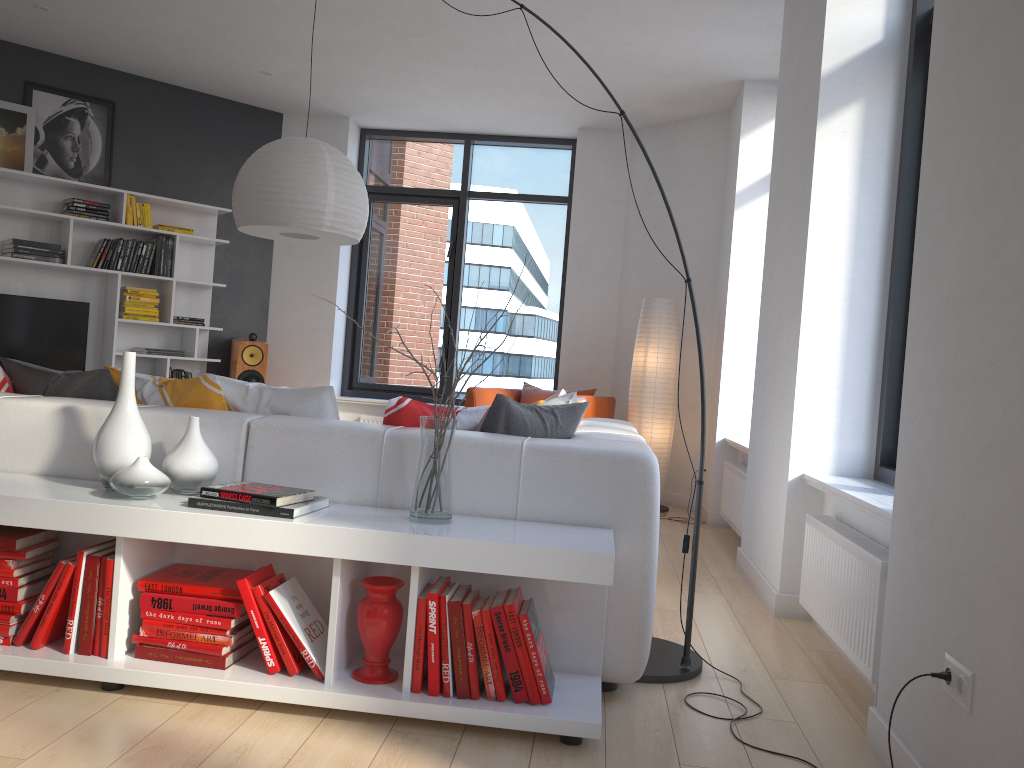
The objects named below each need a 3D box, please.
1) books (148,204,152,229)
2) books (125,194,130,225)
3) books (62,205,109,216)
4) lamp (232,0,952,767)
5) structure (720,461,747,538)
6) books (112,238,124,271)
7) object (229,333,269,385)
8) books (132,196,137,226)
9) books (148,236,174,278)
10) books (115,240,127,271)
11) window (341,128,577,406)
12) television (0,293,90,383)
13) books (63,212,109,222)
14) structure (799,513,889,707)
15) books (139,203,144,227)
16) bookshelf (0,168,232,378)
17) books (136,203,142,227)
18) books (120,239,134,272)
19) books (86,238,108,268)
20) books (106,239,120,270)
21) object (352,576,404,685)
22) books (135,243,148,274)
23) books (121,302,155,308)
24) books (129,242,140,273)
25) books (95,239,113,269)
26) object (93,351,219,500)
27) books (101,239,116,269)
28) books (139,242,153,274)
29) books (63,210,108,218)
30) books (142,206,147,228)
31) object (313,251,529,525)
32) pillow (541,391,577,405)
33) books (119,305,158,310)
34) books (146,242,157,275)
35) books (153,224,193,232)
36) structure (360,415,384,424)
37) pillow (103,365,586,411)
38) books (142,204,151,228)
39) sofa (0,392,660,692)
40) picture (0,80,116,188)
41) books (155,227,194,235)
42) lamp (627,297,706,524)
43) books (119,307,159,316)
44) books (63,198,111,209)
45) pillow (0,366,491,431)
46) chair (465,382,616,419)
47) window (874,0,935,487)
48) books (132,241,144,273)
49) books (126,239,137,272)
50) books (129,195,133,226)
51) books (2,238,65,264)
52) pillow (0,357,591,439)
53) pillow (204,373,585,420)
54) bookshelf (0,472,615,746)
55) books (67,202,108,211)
[{"bbox_3d":[-2.781,-1.272,6.769,0.044,0.184,0.142,4,1,-39],"label":"books"},{"bbox_3d":[-2.904,-1.302,6.654,0.041,0.229,0.161,4,1,-41],"label":"books"},{"bbox_3d":[-3.155,-1.272,6.560,0.284,0.030,0.214,4,1,-36],"label":"books"},{"bbox_3d":[0.035,-0.440,3.177,3.199,2.647,0.710,5,1,42],"label":"lamp"},{"bbox_3d":[1.372,0.735,5.280,0.110,0.460,1.015,4,1,6],"label":"structure"},{"bbox_3d":[-2.991,-0.969,6.668,0.075,0.254,0.192,4,1,-40],"label":"books"},{"bbox_3d":[-2.201,0.121,7.325,0.290,1.088,0.434,4,1,-24],"label":"object"},{"bbox_3d":[-2.881,-1.299,6.709,0.054,0.224,0.164,4,1,-40],"label":"books"},{"bbox_3d":[-2.744,-0.981,6.901,0.128,0.321,0.259,4,1,-39],"label":"books"},{"bbox_3d":[-2.967,-0.961,6.680,0.068,0.243,0.179,4,1,-41],"label":"books"},{"bbox_3d":[-0.468,-1.013,7.922,1.960,2.402,0.170,4,1,6],"label":"window"},{"bbox_3d":[-3.608,-0.285,6.276,1.102,0.704,0.207,4,1,-39],"label":"television"},{"bbox_3d":[-3.145,-1.220,6.541,0.284,0.030,0.214,4,1,-36],"label":"books"},{"bbox_3d":[1.145,0.745,2.987,0.110,0.460,1.015,4,1,6],"label":"structure"},{"bbox_3d":[-2.824,-1.271,6.719,0.044,0.178,0.128,4,1,-40],"label":"books"},{"bbox_3d":[-3.520,-0.451,6.194,3.000,2.052,0.455,4,1,-39],"label":"bookshelf"},{"bbox_3d":[-2.844,-1.273,6.712,0.054,0.180,0.132,4,1,-39],"label":"books"},{"bbox_3d":[-2.941,-0.964,6.708,0.084,0.249,0.191,4,1,-39],"label":"books"},{"bbox_3d":[-3.084,-0.966,6.587,0.104,0.234,0.182,4,1,-39],"label":"books"},{"bbox_3d":[-2.993,-0.962,6.633,0.069,0.242,0.172,4,1,-39],"label":"books"},{"bbox_3d":[-0.357,0.658,2.382,0.125,0.258,0.125,4,1,-17],"label":"object"},{"bbox_3d":[-2.852,-0.955,6.763,0.071,0.243,0.179,4,1,-40],"label":"books"},{"bbox_3d":[-2.877,-0.605,6.812,0.217,0.023,0.145,4,1,-35],"label":"books"},{"bbox_3d":[-2.881,-0.954,6.722,0.069,0.242,0.172,4,1,-39],"label":"books"},{"bbox_3d":[-3.061,-0.963,6.612,0.096,0.234,0.187,4,1,-39],"label":"books"},{"bbox_3d":[-1.032,0.112,2.535,0.316,0.398,0.319,5,1,30],"label":"object"},{"bbox_3d":[-3.028,-0.961,6.621,0.081,0.233,0.169,4,1,-40],"label":"books"},{"bbox_3d":[-2.829,-0.957,6.796,0.084,0.249,0.191,4,1,-39],"label":"books"},{"bbox_3d":[-3.147,-1.245,6.543,0.264,0.020,0.189,4,1,-41],"label":"books"},{"bbox_3d":[-2.804,-1.260,6.722,0.046,0.161,0.108,4,1,-40],"label":"books"},{"bbox_3d":[-0.176,0.007,2.370,0.607,0.744,0.406,4,1,-44],"label":"object"},{"bbox_3d":[-1.174,0.149,3.492,2.953,0.453,0.647,4,1,-7],"label":"pillow"},{"bbox_3d":[-2.884,-0.588,6.834,0.251,0.014,0.189,4,1,-36],"label":"books"},{"bbox_3d":[-2.803,-0.960,6.818,0.066,0.260,0.197,4,1,-39],"label":"books"},{"bbox_3d":[-2.652,-1.210,6.933,0.257,0.024,0.203,4,1,-36],"label":"books"},{"bbox_3d":[-0.590,0.556,7.609,1.474,0.460,0.110,4,1,6],"label":"structure"},{"bbox_3d":[-0.535,0.217,3.642,2.095,0.440,0.630,4,1,-37],"label":"pillow"},{"bbox_3d":[-2.794,-1.272,6.748,0.064,0.184,0.141,4,1,-38],"label":"books"},{"bbox_3d":[-1.141,0.420,3.980,3.424,0.732,2.614,4,1,6],"label":"sofa"},{"bbox_3d":[-3.529,-1.833,6.351,1.279,0.707,0.076,4,1,-39],"label":"picture"},{"bbox_3d":[-2.646,-1.184,6.929,0.257,0.028,0.194,4,1,-34],"label":"books"},{"bbox_3d":[1.102,0.156,6.324,0.502,1.550,0.804,4,1,-34],"label":"lamp"},{"bbox_3d":[-2.876,-0.559,6.825,0.243,0.042,0.189,4,1,-39],"label":"books"},{"bbox_3d":[-3.141,-1.326,6.548,0.209,0.030,0.266,5,1,44],"label":"books"},{"bbox_3d":[-1.113,0.188,3.153,2.250,0.449,0.575,4,1,3],"label":"pillow"},{"bbox_3d":[0.218,0.428,6.694,0.896,0.858,0.843,5,1,38],"label":"chair"},{"bbox_3d":[1.596,-0.795,2.969,0.170,2.402,1.310,4,1,6],"label":"window"},{"bbox_3d":[-2.880,-0.962,6.757,0.075,0.254,0.192,4,1,-40],"label":"books"},{"bbox_3d":[-2.915,-0.967,6.730,0.066,0.260,0.197,4,1,-39],"label":"books"},{"bbox_3d":[-2.898,-1.300,6.683,0.041,0.224,0.163,4,1,-41],"label":"books"},{"bbox_3d":[-3.427,-0.941,6.351,0.343,0.137,0.277,4,1,-44],"label":"books"},{"bbox_3d":[-0.786,0.187,3.129,2.120,0.436,0.608,4,1,1],"label":"pillow"},{"bbox_3d":[-0.313,0.213,3.872,0.580,0.456,2.156,5,1,32],"label":"pillow"},{"bbox_3d":[-1.039,0.563,2.479,2.600,0.500,0.356,4,1,6],"label":"bookshelf"},{"bbox_3d":[-3.133,-1.298,6.541,0.246,0.026,0.180,4,1,-37],"label":"books"}]
